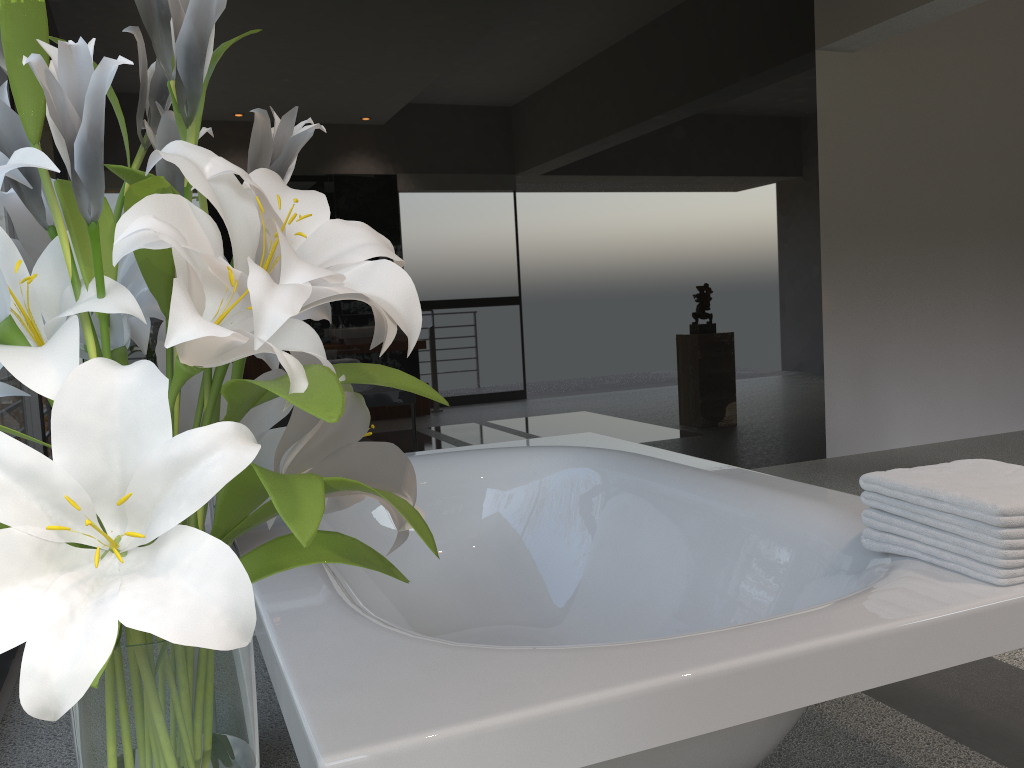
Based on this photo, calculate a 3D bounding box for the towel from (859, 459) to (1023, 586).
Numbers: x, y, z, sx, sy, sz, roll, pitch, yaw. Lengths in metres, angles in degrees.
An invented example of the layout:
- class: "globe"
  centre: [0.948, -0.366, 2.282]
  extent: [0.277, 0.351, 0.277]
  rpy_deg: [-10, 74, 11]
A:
- class: "towel"
  centre: [0.832, 0.231, 1.545]
  extent: [0.305, 0.145, 0.322]
  rpy_deg: [-5, 5, -19]

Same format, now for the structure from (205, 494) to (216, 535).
- class: "structure"
  centre: [-0.531, 0.399, 1.909]
  extent: [0.330, 0.884, 0.402]
  rpy_deg: [-5, 5, -22]

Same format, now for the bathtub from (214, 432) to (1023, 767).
- class: "bathtub"
  centre: [0.055, 0.537, 2.107]
  extent: [1.328, 0.504, 1.959]
  rpy_deg: [-5, 5, -22]

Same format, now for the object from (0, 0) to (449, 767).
- class: "object"
  centre: [-0.286, 0.051, 0.692]
  extent: [0.460, 0.795, 0.450]
  rpy_deg: [-3, 5, 6]
